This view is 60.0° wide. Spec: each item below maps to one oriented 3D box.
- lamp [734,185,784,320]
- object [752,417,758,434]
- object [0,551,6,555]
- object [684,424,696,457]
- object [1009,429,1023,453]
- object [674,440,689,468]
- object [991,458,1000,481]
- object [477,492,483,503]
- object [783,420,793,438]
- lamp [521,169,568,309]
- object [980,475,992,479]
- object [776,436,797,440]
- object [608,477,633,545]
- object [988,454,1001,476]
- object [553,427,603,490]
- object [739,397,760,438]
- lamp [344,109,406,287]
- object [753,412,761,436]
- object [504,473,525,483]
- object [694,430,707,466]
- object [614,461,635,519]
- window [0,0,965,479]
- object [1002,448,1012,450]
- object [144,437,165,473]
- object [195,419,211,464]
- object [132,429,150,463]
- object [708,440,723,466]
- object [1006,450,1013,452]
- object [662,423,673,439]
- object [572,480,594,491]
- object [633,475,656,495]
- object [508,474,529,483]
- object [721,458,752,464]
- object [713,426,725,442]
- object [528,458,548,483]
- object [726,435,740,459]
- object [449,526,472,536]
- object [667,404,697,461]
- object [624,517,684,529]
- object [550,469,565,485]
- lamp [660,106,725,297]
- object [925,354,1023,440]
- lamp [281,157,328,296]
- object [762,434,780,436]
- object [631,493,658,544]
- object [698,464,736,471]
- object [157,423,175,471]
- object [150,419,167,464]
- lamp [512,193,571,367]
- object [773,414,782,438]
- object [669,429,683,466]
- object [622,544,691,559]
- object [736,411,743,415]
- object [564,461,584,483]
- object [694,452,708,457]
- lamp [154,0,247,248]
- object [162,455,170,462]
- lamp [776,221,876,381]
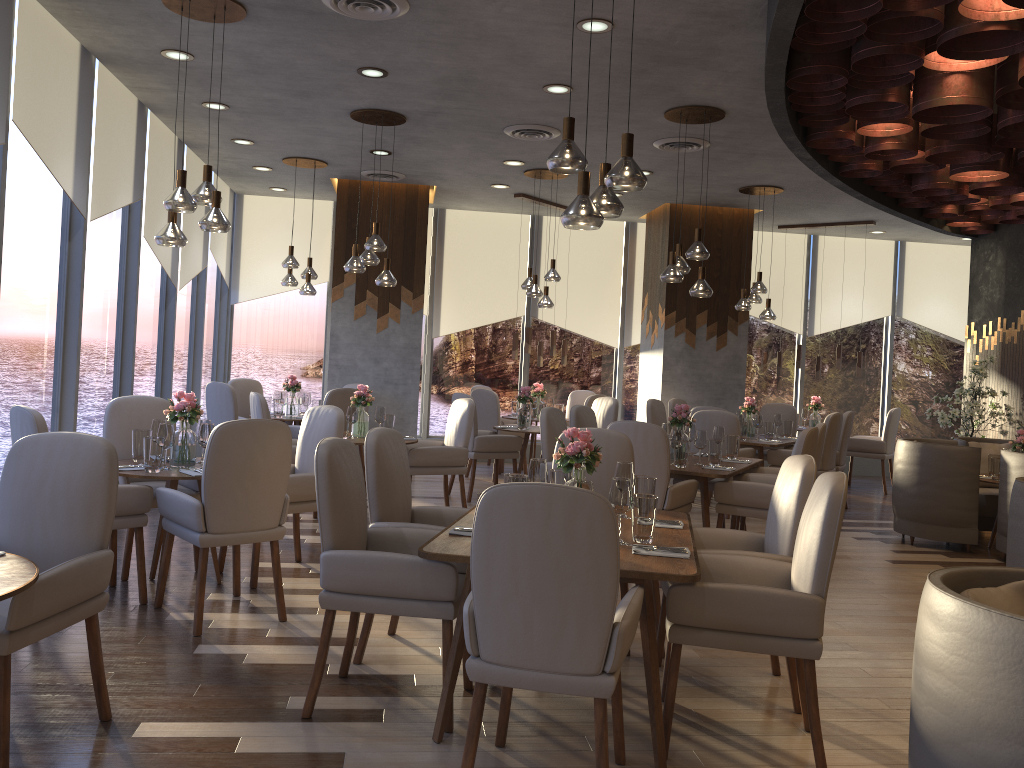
[{"bbox_3d":[2.513,-1.322,9.053,0.439,1.326,0.439,3,0,-22],"label":"lamp"},{"bbox_3d":[2.576,0.449,9.458,0.102,0.178,0.102,3,0,29],"label":"object"},{"bbox_3d":[-1.649,0.512,2.617,0.157,0.019,0.255,3,2,9],"label":"object"},{"bbox_3d":[1.366,0.430,6.796,0.092,0.244,0.092,3,0,-41],"label":"object"},{"bbox_3d":[4.160,0.577,7.203,0.197,0.416,0.210,3,0,-30],"label":"object"},{"bbox_3d":[1.142,0.474,5.994,0.102,0.178,0.102,3,0,34],"label":"object"},{"bbox_3d":[3.897,0.685,7.110,0.102,0.178,0.102,3,0,41],"label":"object"},{"bbox_3d":[-0.080,0.490,3.234,0.102,0.178,0.102,3,0,15],"label":"object"},{"bbox_3d":[2.868,0.470,9.216,0.102,0.178,0.102,3,0,-27],"label":"object"},{"bbox_3d":[0.305,-1.426,8.794,0.439,1.326,0.439,3,0,0],"label":"lamp"},{"bbox_3d":[3.884,0.760,7.275,0.255,0.019,0.157,3,2,15],"label":"object"},{"bbox_3d":[2.809,0.552,9.058,0.255,0.019,0.157,4,2,37],"label":"object"},{"bbox_3d":[0.408,0.479,3.343,0.092,0.244,0.092,3,0,-38],"label":"object"},{"bbox_3d":[4.050,0.684,7.440,0.102,0.178,0.102,3,0,18],"label":"object"},{"bbox_3d":[0.265,0.382,3.601,0.210,0.416,0.198,3,0,5],"label":"object"},{"bbox_3d":[2.426,0.338,9.052,0.197,0.416,0.210,3,0,-30],"label":"object"},{"bbox_3d":[-1.088,-1.445,6.991,0.439,1.326,0.439,3,0,-5],"label":"lamp"},{"bbox_3d":[2.585,0.420,9.349,0.092,0.244,0.092,3,0,13],"label":"object"},{"bbox_3d":[0.012,0.479,3.799,0.102,0.178,0.102,3,0,15],"label":"object"},{"bbox_3d":[1.313,0.445,6.176,0.092,0.244,0.092,3,0,-15],"label":"object"},{"bbox_3d":[0.493,0.467,3.910,0.092,0.244,0.092,3,0,13],"label":"object"},{"bbox_3d":[-0.420,-0.769,8.541,8.067,3.199,16.110,4,2,38],"label":"window"},{"bbox_3d":[4.098,0.656,7.341,0.092,0.244,0.092,3,0,-30],"label":"object"},{"bbox_3d":[-1.856,0.366,4.587,0.102,0.178,0.102,3,0,23],"label":"object"},{"bbox_3d":[-1.753,0.326,5.031,0.092,0.244,0.092,3,0,-13],"label":"object"},{"bbox_3d":[-2.068,0.345,4.943,0.102,0.178,0.102,3,0,-13],"label":"object"},{"bbox_3d":[1.419,0.482,6.194,0.102,0.178,0.102,3,0,43],"label":"object"},{"bbox_3d":[3.999,0.657,7.151,0.092,0.244,0.092,3,0,-33],"label":"object"},{"bbox_3d":[1.176,0.422,6.749,0.092,0.244,0.092,3,0,-45],"label":"object"},{"bbox_3d":[0.251,0.474,3.219,0.092,0.244,0.092,3,0,14],"label":"object"},{"bbox_3d":[0.589,0.503,3.959,0.102,0.178,0.102,3,0,-34],"label":"object"},{"bbox_3d":[0.019,0.461,3.285,0.092,0.244,0.092,3,0,-17],"label":"object"},{"bbox_3d":[1.634,0.563,6.547,0.255,0.019,0.157,4,2,27],"label":"object"},{"bbox_3d":[1.560,0.443,6.693,0.092,0.244,0.092,3,0,-21],"label":"object"},{"bbox_3d":[0.110,0.450,3.851,0.092,0.244,0.092,3,0,28],"label":"object"},{"bbox_3d":[1.666,0.480,6.712,0.102,0.178,0.102,3,0,-7],"label":"object"},{"bbox_3d":[-0.108,0.564,3.398,0.255,0.019,0.157,3,2,9],"label":"object"},{"bbox_3d":[1.227,0.350,6.467,0.210,0.416,0.197,3,0,40],"label":"object"},{"bbox_3d":[0.606,0.589,3.794,0.255,0.019,0.157,3,2,10],"label":"object"},{"bbox_3d":[0.220,0.482,4.046,0.102,0.178,0.102,3,0,13],"label":"object"},{"bbox_3d":[1.302,-1.310,6.479,0.439,1.326,0.439,3,0,-2],"label":"lamp"},{"bbox_3d":[4.352,0.514,8.436,0.746,1.616,0.788,3,0,-1],"label":"object"},{"bbox_3d":[-2.095,-1.548,8.828,0.439,1.326,0.440,3,0,-40],"label":"lamp"},{"bbox_3d":[2.732,0.538,9.413,0.157,0.019,0.255,4,2,33],"label":"object"},{"bbox_3d":[0.504,0.515,3.392,0.102,0.178,0.102,3,0,26],"label":"object"},{"bbox_3d":[1.387,0.565,6.029,0.255,0.019,0.157,4,2,27],"label":"object"},{"bbox_3d":[-1.834,0.331,4.695,0.092,0.244,0.092,3,0,-23],"label":"object"},{"bbox_3d":[-1.961,0.319,4.916,0.092,0.244,0.092,3,0,-42],"label":"object"},{"bbox_3d":[0.377,-1.166,10.403,0.118,1.931,1.160,3,0,38],"label":"lamp"},{"bbox_3d":[2.760,0.432,9.215,0.092,0.244,0.092,3,0,-11],"label":"object"},{"bbox_3d":[1.127,0.437,6.103,0.092,0.244,0.092,3,0,8],"label":"object"},{"bbox_3d":[0.521,0.600,3.226,0.255,0.019,0.157,3,2,10],"label":"object"},{"bbox_3d":[2.391,0.410,9.333,0.092,0.244,0.092,3,0,-30],"label":"object"},{"bbox_3d":[0.277,0.455,3.952,0.092,0.244,0.092,3,0,9],"label":"object"},{"bbox_3d":[1.500,0.547,6.884,0.157,0.019,0.255,4,2,23],"label":"object"},{"bbox_3d":[-1.721,-1.417,4.866,0.439,1.326,0.439,3,0,-14],"label":"lamp"},{"bbox_3d":[-1.980,0.426,5.081,0.157,0.019,0.255,2,2,-39],"label":"object"},{"bbox_3d":[3.815,-1.007,10.916,1.162,1.931,0.118,3,0,38],"label":"lamp"}]
